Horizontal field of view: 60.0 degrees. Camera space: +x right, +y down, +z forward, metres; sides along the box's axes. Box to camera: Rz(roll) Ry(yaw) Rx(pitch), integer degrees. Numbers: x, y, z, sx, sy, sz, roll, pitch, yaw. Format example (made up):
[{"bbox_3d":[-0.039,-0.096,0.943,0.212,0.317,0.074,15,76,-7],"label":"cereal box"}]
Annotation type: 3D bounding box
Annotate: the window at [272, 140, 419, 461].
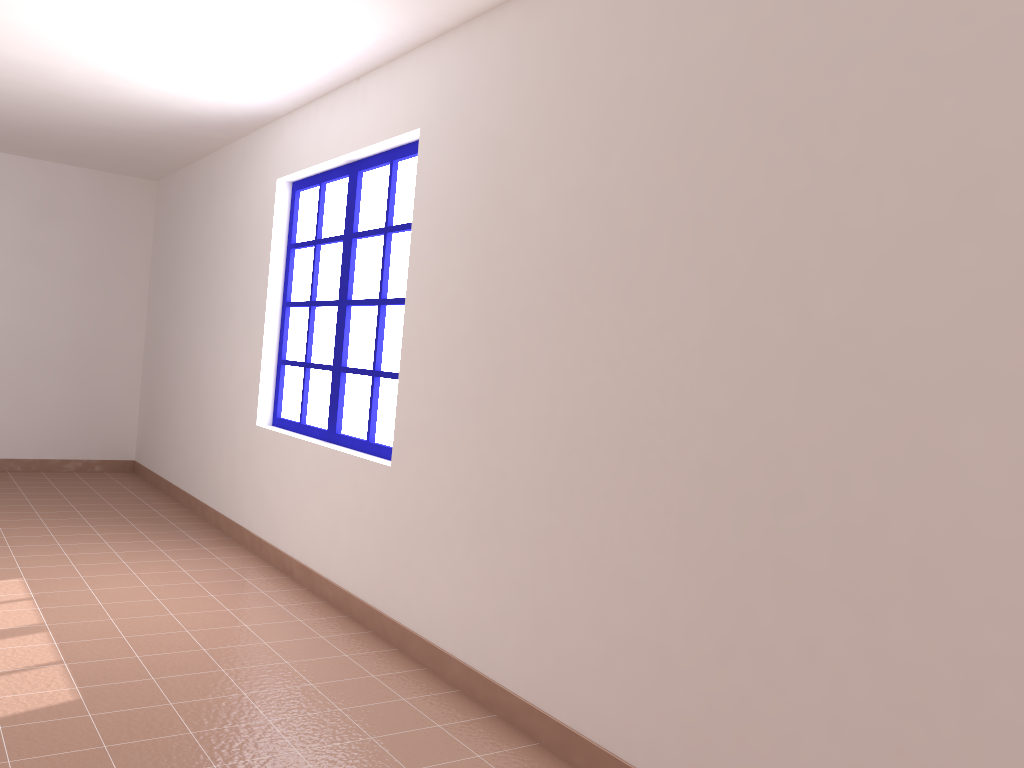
[{"bbox_3d":[-0.850,-0.412,4.512,0.035,1.430,1.699,4,1,-35],"label":"window"}]
